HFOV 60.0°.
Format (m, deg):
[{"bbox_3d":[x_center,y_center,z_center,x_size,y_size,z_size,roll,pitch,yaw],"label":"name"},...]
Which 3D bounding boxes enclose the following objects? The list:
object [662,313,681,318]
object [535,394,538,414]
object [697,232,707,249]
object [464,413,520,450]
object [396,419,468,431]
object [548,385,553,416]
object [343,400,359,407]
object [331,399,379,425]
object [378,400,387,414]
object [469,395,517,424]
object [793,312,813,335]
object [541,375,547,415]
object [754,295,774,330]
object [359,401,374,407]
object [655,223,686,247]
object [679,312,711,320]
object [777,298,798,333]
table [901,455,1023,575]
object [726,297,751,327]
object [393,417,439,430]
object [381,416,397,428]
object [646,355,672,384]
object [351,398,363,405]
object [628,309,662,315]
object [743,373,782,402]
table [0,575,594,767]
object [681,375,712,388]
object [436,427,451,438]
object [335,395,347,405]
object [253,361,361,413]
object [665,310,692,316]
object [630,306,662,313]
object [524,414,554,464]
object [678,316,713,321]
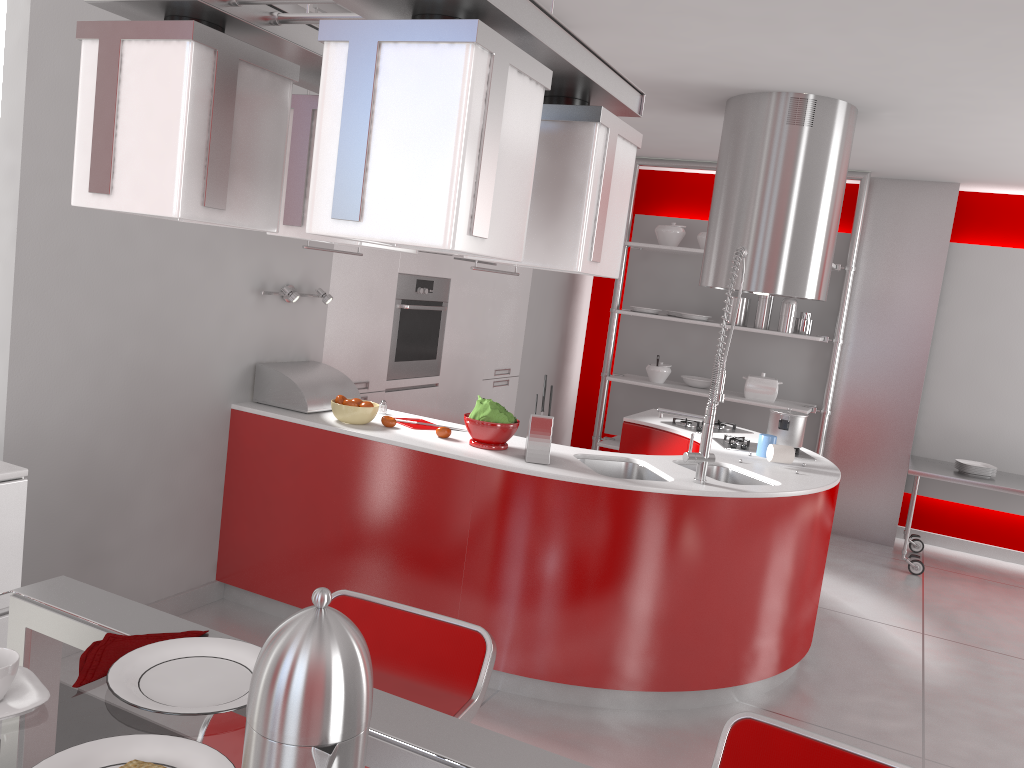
[{"bbox_3d":[1.293,-0.519,6.828,0.280,0.015,0.280,4,8,-29],"label":"object"},{"bbox_3d":[0.088,0.139,3.449,0.009,0.197,0.091,7,7,-5],"label":"object"},{"bbox_3d":[1.461,-1.054,6.558,0.192,0.153,0.192,12,8,37],"label":"object"},{"bbox_3d":[-0.088,0.196,3.600,0.229,0.118,0.228,7,7,-5],"label":"object"},{"bbox_3d":[-0.359,0.177,3.887,0.375,0.008,0.041,7,7,1],"label":"object"},{"bbox_3d":[0.141,0.148,3.452,0.012,0.279,0.130,7,7,-5],"label":"object"},{"bbox_3d":[-0.679,0.091,3.734,0.065,0.052,0.062,8,7,9],"label":"object"},{"bbox_3d":[-0.667,0.122,3.749,0.201,0.086,0.201,10,7,25],"label":"object"},{"bbox_3d":[-0.589,0.105,4.047,0.043,0.066,0.042,12,8,37],"label":"object"},{"bbox_3d":[-0.072,0.145,3.590,0.198,0.182,0.193,11,8,30],"label":"object"},{"bbox_3d":[2.098,-0.436,6.379,0.127,0.157,0.127,12,8,34],"label":"object"},{"bbox_3d":[0.115,0.128,3.457,0.014,0.322,0.150,7,7,-5],"label":"object"},{"bbox_3d":[1.811,-0.556,6.352,0.109,0.329,0.110,10,7,22],"label":"object"},{"bbox_3d":[-0.616,0.097,3.751,0.066,0.049,0.062,12,8,32],"label":"object"},{"bbox_3d":[1.187,-1.122,6.680,0.231,0.191,0.231,4,7,-25],"label":"object"},{"bbox_3d":[1.349,-0.492,6.543,0.244,0.042,0.244,8,7,8],"label":"object"},{"bbox_3d":[1.944,-0.498,6.240,0.115,0.274,0.115,9,7,17],"label":"object"},{"bbox_3d":[3.375,0.993,5.725,1.627,0.682,0.749,10,7,25],"label":"table"},{"bbox_3d":[1.640,-0.532,6.481,0.184,0.205,0.172,11,8,29],"label":"object"},{"bbox_3d":[-0.416,0.175,3.894,0.168,0.006,0.266,2,9,-39],"label":"object"},{"bbox_3d":[-0.521,0.160,3.748,0.065,0.047,0.063,10,7,24],"label":"object"},{"bbox_3d":[1.115,-0.117,6.739,0.192,0.214,0.192,9,7,11],"label":"object"},{"bbox_3d":[-0.666,0.086,3.795,0.066,0.049,0.062,10,7,21],"label":"object"},{"bbox_3d":[1.010,-0.541,6.712,0.280,0.015,0.280,4,8,-29],"label":"object"},{"bbox_3d":[1.822,0.015,6.482,0.282,0.197,0.235,9,7,14],"label":"object"},{"bbox_3d":[-0.193,0.962,0.785,1.700,1.000,0.800,10,7,24],"label":"table"},{"bbox_3d":[1.419,-0.009,6.768,0.272,0.072,0.272,6,7,-12],"label":"object"},{"bbox_3d":[-0.282,0.199,3.663,0.064,0.048,0.063,8,7,2],"label":"object"},{"bbox_3d":[-0.723,0.076,3.774,0.055,0.058,0.066,8,7,9],"label":"object"},{"bbox_3d":[-0.916,0.007,4.028,0.300,0.170,0.400,10,7,24],"label":"object"},{"bbox_3d":[1.294,-0.532,6.826,0.244,0.042,0.244,9,7,16],"label":"object"},{"bbox_3d":[1.012,-0.555,6.710,0.244,0.042,0.244,8,7,8],"label":"object"},{"bbox_3d":[0.106,0.206,3.439,0.091,0.178,0.137,7,7,-3],"label":"object"},{"bbox_3d":[1.347,-0.478,6.545,0.280,0.015,0.280,2,8,-36],"label":"object"}]
